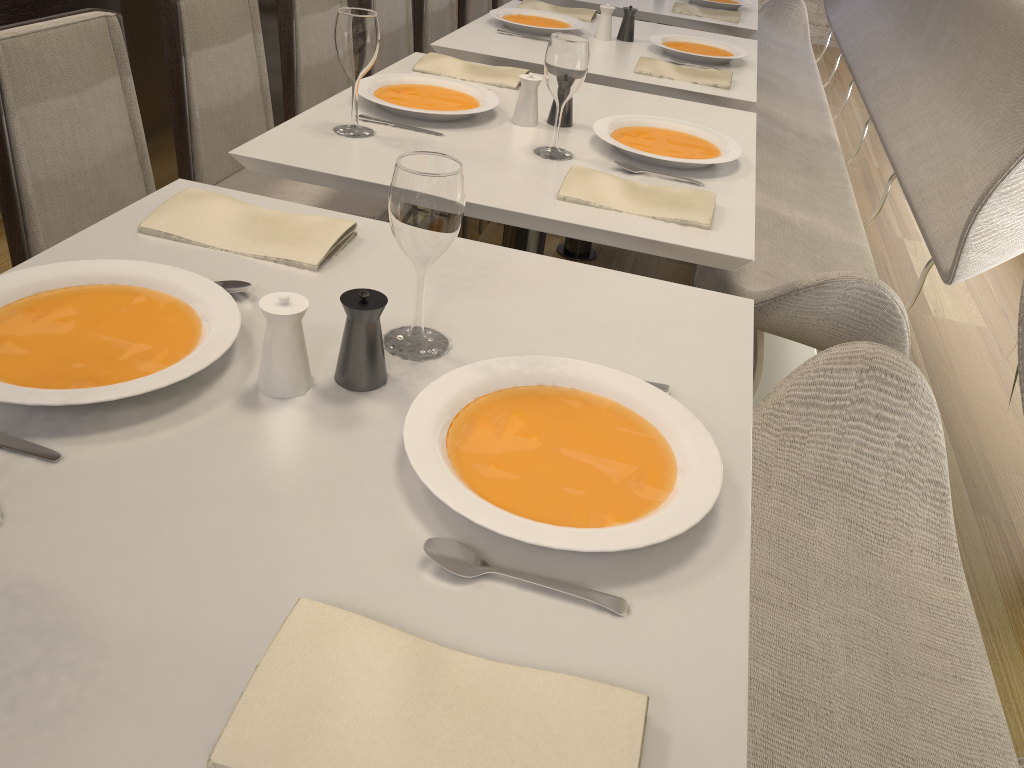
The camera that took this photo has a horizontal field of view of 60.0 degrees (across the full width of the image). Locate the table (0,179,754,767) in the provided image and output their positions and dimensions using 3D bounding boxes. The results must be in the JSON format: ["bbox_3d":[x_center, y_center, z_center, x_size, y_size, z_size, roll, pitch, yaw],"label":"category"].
[{"bbox_3d":[-0.259,0.339,1.137,0.937,0.746,1.027,13,32,8],"label":"table"}]

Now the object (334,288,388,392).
[{"bbox_3d":[-0.164,-0.053,0.975,0.059,0.107,0.060,9,31,1],"label":"object"}]

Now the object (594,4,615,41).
[{"bbox_3d":[0.306,-1.189,2.908,0.059,0.107,0.060,9,31,1],"label":"object"}]

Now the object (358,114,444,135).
[{"bbox_3d":[-0.229,-0.535,1.829,0.185,0.010,0.018,13,32,9],"label":"object"}]

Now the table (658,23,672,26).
[{"bbox_3d":[0.888,-2.050,5.235,0.937,0.746,1.027,13,32,8],"label":"table"}]

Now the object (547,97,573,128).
[{"bbox_3d":[0.114,-0.632,1.969,0.059,0.107,0.060,18,32,16],"label":"object"}]

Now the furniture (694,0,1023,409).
[{"bbox_3d":[1.220,-1.154,3.552,0.710,1.078,4.551,13,32,8],"label":"furniture"}]

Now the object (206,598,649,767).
[{"bbox_3d":[-0.050,0.241,0.614,0.273,0.032,0.145,13,32,9],"label":"object"}]

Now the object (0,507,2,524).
[{"bbox_3d":[-0.457,0.022,0.677,0.087,0.227,0.087,16,32,14],"label":"object"}]

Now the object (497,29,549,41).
[{"bbox_3d":[0.042,-1.099,2.796,0.185,0.010,0.018,13,32,9],"label":"object"}]

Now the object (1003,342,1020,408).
[{"bbox_3d":[1.598,-0.490,1.766,1.157,1.939,1.198,32,38,34],"label":"object"}]

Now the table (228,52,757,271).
[{"bbox_3d":[0.019,-0.240,2.131,0.937,0.746,1.027,13,32,8],"label":"table"}]

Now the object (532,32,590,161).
[{"bbox_3d":[0.097,-0.564,1.742,0.086,0.227,0.088,-14,37,-32],"label":"object"}]

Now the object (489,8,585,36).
[{"bbox_3d":[0.082,-1.197,2.944,0.321,0.035,0.327,1,32,-10],"label":"object"}]

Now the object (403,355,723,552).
[{"bbox_3d":[0.050,0.069,0.899,0.321,0.035,0.327,4,32,-7],"label":"object"}]

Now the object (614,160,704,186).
[{"bbox_3d":[0.289,-0.415,1.745,0.181,0.015,0.039,14,32,10],"label":"object"}]

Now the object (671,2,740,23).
[{"bbox_3d":[0.798,-1.525,3.644,0.273,0.032,0.145,13,32,9],"label":"object"}]

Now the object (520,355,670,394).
[{"bbox_3d":[0.097,-0.013,1.061,0.185,0.010,0.018,13,32,9],"label":"object"}]

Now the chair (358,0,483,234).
[{"bbox_3d":[-0.275,-1.099,3.312,0.566,0.889,0.419,13,31,8],"label":"chair"}]

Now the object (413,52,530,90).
[{"bbox_3d":[-0.103,-0.806,2.286,0.273,0.032,0.145,13,32,9],"label":"object"}]

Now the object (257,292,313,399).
[{"bbox_3d":[-0.243,-0.046,0.946,0.059,0.107,0.060,9,31,1],"label":"object"}]

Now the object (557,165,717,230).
[{"bbox_3d":[0.229,-0.338,1.608,0.273,0.032,0.145,13,32,9],"label":"object"}]

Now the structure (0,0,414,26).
[{"bbox_3d":[-2.852,-1.234,2.867,2.375,0.983,10.928,13,32,8],"label":"structure"}]

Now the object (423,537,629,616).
[{"bbox_3d":[0.011,0.164,0.752,0.181,0.015,0.039,14,32,10],"label":"object"}]

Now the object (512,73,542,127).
[{"bbox_3d":[0.035,-0.625,1.940,0.059,0.107,0.060,18,32,16],"label":"object"}]

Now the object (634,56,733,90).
[{"bbox_3d":[0.499,-0.902,2.575,0.273,0.032,0.145,13,32,9],"label":"object"}]

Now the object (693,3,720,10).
[{"bbox_3d":[0.859,-1.602,3.781,0.181,0.015,0.039,14,32,10],"label":"object"}]

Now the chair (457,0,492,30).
[{"bbox_3d":[0.008,-1.688,4.322,0.566,0.889,0.419,13,31,8],"label":"chair"}]

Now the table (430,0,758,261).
[{"bbox_3d":[0.290,-0.804,3.098,0.937,0.746,1.027,13,32,8],"label":"table"}]

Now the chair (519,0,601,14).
[{"bbox_3d":[0.285,-2.265,5.313,0.566,0.889,0.419,13,31,8],"label":"chair"}]

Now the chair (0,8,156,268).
[{"bbox_3d":[-0.688,-0.240,1.838,0.566,0.889,0.419,13,31,8],"label":"chair"}]

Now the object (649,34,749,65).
[{"bbox_3d":[0.599,-1.074,2.861,0.321,0.035,0.327,1,32,-10],"label":"object"}]

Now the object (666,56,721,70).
[{"bbox_3d":[0.560,-0.979,2.713,0.181,0.015,0.039,14,32,10],"label":"object"}]

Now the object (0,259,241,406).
[{"bbox_3d":[-0.467,-0.054,0.982,0.321,0.035,0.327,4,32,-7],"label":"object"}]

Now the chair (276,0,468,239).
[{"bbox_3d":[-0.417,-0.804,2.805,0.566,0.889,0.419,13,31,8],"label":"chair"}]

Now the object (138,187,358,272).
[{"bbox_3d":[-0.381,-0.227,1.293,0.273,0.032,0.145,13,32,9],"label":"object"}]

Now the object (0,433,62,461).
[{"bbox_3d":[-0.507,0.044,0.835,0.185,0.010,0.018,13,32,9],"label":"object"}]

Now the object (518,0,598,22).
[{"bbox_3d":[0.168,-1.370,3.254,0.273,0.032,0.145,13,32,9],"label":"object"}]

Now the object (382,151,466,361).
[{"bbox_3d":[-0.103,-0.146,1.026,0.087,0.227,0.087,-10,35,-27],"label":"object"}]

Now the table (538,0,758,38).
[{"bbox_3d":[0.589,-1.427,4.167,0.937,0.746,1.027,13,32,8],"label":"table"}]

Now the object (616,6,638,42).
[{"bbox_3d":[0.385,-1.196,2.936,0.059,0.107,0.060,9,31,1],"label":"object"}]

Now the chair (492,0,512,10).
[{"bbox_3d":[0.150,-1.984,4.830,0.566,0.889,0.419,13,31,8],"label":"chair"}]

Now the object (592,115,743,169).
[{"bbox_3d":[0.328,-0.510,1.893,0.323,0.035,0.325,-20,41,-37],"label":"object"}]

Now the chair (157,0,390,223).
[{"bbox_3d":[-0.552,-0.521,2.321,0.566,0.889,0.419,13,31,8],"label":"chair"}]

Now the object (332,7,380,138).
[{"bbox_3d":[-0.302,-0.600,1.712,0.086,0.227,0.088,-14,37,-32],"label":"object"}]

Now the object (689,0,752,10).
[{"bbox_3d":[0.898,-1.697,3.929,0.321,0.035,0.327,1,32,-10],"label":"object"}]

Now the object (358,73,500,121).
[{"bbox_3d":[-0.189,-0.633,1.976,0.323,0.035,0.325,-20,41,-37],"label":"object"}]

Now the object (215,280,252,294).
[{"bbox_3d":[-0.420,-0.137,1.142,0.181,0.015,0.039,14,32,10],"label":"object"}]

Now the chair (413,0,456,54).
[{"bbox_3d":[-0.140,-1.381,3.795,0.566,0.889,0.419,13,31,8],"label":"chair"}]
